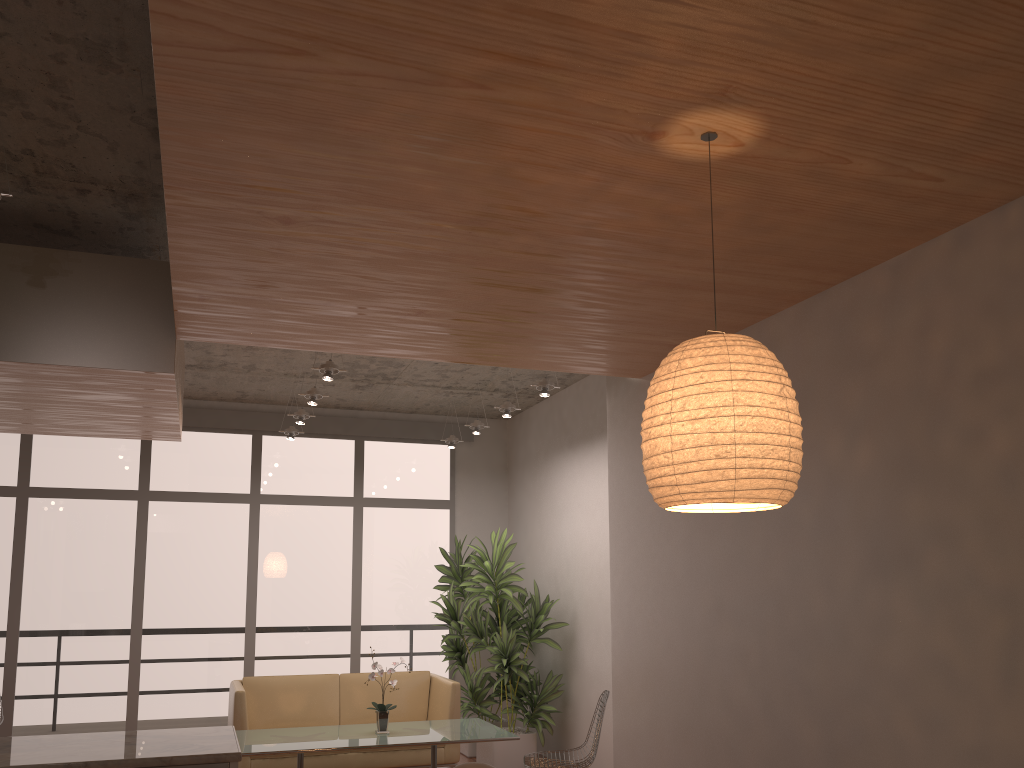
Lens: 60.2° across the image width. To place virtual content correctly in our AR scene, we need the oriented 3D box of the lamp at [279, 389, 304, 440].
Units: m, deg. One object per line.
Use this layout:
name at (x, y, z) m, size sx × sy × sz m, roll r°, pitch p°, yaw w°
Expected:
lamp at (-2.028, 0.278, 8.142) m, size 0.135 × 0.476 × 0.200 m, roll -7°, pitch -11°, yaw 37°

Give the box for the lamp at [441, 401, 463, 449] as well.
lamp at (-0.585, 0.390, 8.639) m, size 0.135 × 0.476 × 0.200 m, roll -7°, pitch -11°, yaw 37°

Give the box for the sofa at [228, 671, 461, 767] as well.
sofa at (-1.399, 2.849, 7.315) m, size 1.800 × 0.826 × 0.893 m, roll 4°, pitch -11°, yaw -19°

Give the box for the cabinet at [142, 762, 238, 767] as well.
cabinet at (-1.555, 0.893, 2.027) m, size 1.913 × 2.242 × 4.316 m, roll 3°, pitch -12°, yaw -19°

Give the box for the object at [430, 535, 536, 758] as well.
object at (-0.252, 2.503, 8.569) m, size 1.080 × 2.076 × 0.981 m, roll 0°, pitch -9°, yaw -1°

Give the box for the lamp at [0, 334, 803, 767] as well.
lamp at (-1.143, 0.684, 2.852) m, size 3.214 × 1.328 × 3.119 m, roll 4°, pitch -13°, yaw -19°

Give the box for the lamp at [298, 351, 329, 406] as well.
lamp at (-1.480, -0.081, 6.606) m, size 0.135 × 0.476 × 0.200 m, roll -7°, pitch -11°, yaw 37°

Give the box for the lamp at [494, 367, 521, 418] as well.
lamp at (-0.037, 0.032, 7.104) m, size 0.135 × 0.476 × 0.200 m, roll -7°, pitch -11°, yaw 37°

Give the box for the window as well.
window at (-4.448, 1.741, 7.923) m, size 8.556 × 3.236 × 0.063 m, roll 4°, pitch -9°, yaw -19°

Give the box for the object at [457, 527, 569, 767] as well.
object at (-0.012, 2.356, 7.941) m, size 0.966 × 2.076 × 1.097 m, roll 1°, pitch -9°, yaw -6°

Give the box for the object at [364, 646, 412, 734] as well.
object at (-0.894, 2.140, 6.173) m, size 0.298 × 0.581 × 0.376 m, roll 4°, pitch -10°, yaw -25°

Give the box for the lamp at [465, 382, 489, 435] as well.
lamp at (-0.311, 0.211, 7.872) m, size 0.135 × 0.476 × 0.200 m, roll -7°, pitch -11°, yaw 37°

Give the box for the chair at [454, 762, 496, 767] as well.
chair at (-0.008, 1.886, 3.236) m, size 0.685 × 0.849 × 0.652 m, roll 7°, pitch -12°, yaw -34°

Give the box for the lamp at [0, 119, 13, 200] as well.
lamp at (-1.918, -0.873, 3.239) m, size 0.104 × 0.464 × 0.154 m, roll -6°, pitch -10°, yaw 37°

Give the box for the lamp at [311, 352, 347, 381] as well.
lamp at (-1.206, -0.260, 5.839) m, size 0.135 × 0.476 × 0.200 m, roll -7°, pitch -11°, yaw 37°

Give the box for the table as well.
table at (-0.981, 2.703, 6.095) m, size 1.869 × 0.552 × 0.956 m, roll 4°, pitch -13°, yaw -19°

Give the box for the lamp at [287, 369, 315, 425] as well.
lamp at (-1.754, 0.098, 7.374) m, size 0.135 × 0.476 × 0.200 m, roll -7°, pitch -11°, yaw 37°

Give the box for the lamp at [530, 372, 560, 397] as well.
lamp at (0.237, -0.148, 6.336) m, size 0.135 × 0.476 × 0.200 m, roll -7°, pitch -11°, yaw 37°

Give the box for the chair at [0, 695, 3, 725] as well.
chair at (-4.489, 2.811, 7.255) m, size 0.543 × 0.888 × 0.570 m, roll 3°, pitch -10°, yaw -19°

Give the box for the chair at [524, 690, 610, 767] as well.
chair at (0.355, 2.431, 5.672) m, size 0.561 × 0.888 × 0.551 m, roll 0°, pitch -9°, yaw 1°
